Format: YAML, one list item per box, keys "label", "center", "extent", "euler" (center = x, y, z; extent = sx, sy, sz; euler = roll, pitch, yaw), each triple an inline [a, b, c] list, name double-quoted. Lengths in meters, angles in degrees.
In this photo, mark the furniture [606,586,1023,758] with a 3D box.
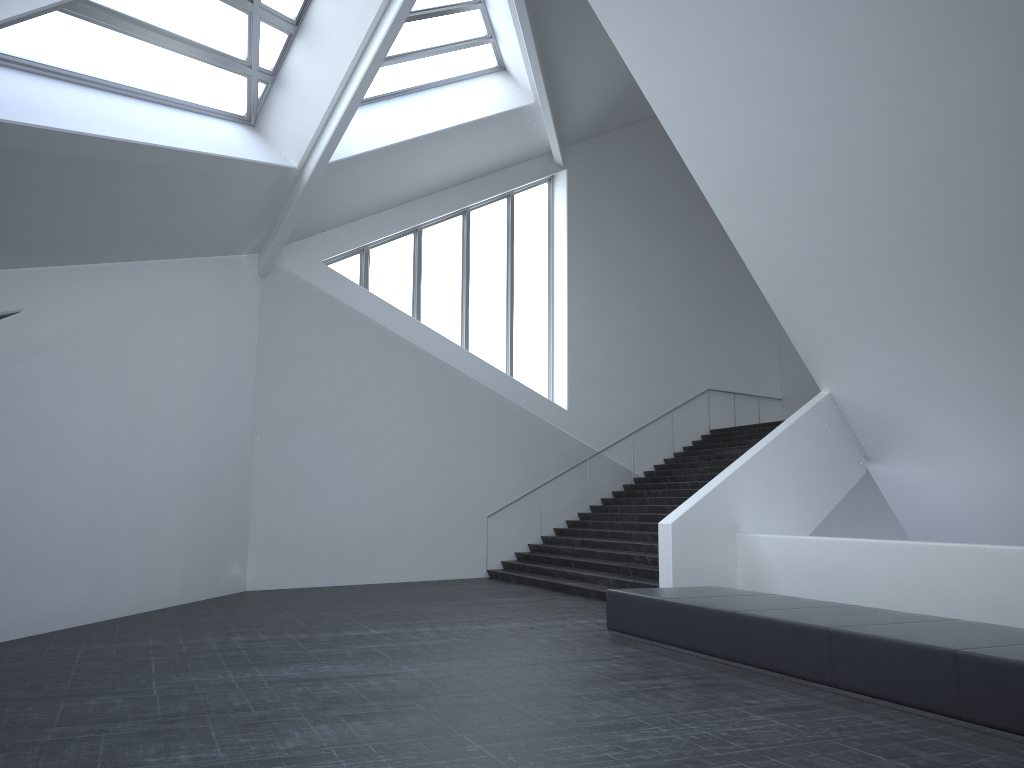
- label: "furniture"
  center: [2.879, 2.278, 7.586]
  extent: [1.488, 0.580, 5.742]
  euler: [4, -9, -23]
